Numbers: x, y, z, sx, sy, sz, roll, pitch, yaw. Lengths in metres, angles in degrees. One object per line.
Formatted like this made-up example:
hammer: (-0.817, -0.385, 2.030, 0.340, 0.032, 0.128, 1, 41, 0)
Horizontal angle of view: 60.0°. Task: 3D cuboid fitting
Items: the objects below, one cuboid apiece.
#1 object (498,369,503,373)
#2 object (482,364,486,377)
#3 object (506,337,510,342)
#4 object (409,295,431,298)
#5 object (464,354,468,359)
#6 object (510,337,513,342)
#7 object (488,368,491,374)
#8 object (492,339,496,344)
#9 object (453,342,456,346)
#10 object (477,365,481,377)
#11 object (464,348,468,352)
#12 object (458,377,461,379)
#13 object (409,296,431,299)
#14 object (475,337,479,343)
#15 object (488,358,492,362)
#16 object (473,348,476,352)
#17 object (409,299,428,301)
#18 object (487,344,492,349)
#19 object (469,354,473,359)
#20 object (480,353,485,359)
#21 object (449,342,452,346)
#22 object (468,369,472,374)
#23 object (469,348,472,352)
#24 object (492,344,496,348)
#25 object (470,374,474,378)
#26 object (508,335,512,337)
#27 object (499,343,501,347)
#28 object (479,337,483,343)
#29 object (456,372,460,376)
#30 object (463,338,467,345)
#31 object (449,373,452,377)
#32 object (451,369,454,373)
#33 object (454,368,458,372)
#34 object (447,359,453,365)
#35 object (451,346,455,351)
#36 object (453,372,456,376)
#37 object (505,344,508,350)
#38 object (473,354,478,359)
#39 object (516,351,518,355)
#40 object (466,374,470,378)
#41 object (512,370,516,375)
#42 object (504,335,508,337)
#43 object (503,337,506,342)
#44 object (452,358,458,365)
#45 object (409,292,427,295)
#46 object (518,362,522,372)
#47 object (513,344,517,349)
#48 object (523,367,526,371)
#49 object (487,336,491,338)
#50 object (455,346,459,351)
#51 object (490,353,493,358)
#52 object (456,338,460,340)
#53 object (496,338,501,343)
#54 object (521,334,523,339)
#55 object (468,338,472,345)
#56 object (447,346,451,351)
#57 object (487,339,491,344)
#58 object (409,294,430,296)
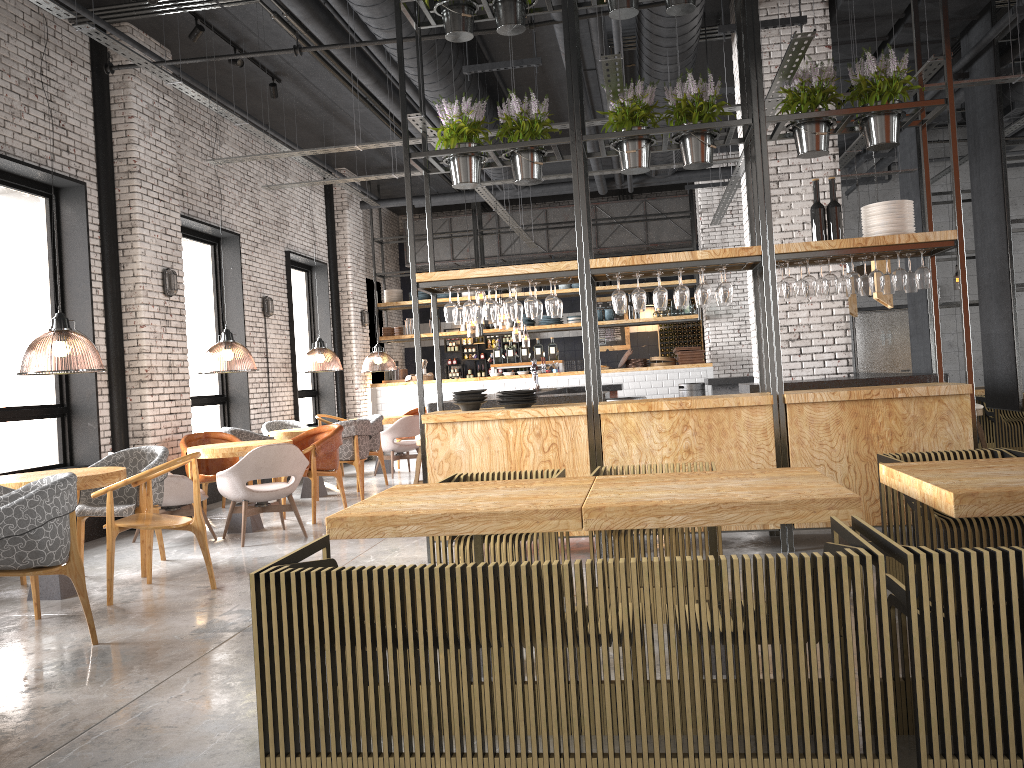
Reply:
object: (-0.244, -0.294, 18.836, 0.100, 0.139, 0.088, -4, 0, 9)
object: (-0.607, -0.278, 18.886, 0.079, 0.281, 0.079, -3, -1, -23)
object: (-0.079, -0.945, 18.791, 0.076, 0.111, 0.076, -4, -1, 29)
object: (-1.636, -1.575, 16.031, 0.454, 0.038, 0.454, -4, 0, -14)
object: (-0.978, -0.587, 18.939, 0.092, 0.112, 0.100, -3, 0, -5)
object: (0.003, -0.950, 18.780, 0.076, 0.111, 0.076, -4, 0, 4)
object: (-0.452, -0.282, 18.867, 0.100, 0.139, 0.088, -4, 0, 9)
object: (-0.378, -0.913, 18.851, 0.089, 0.108, 0.106, -3, 0, -31)
object: (-1.234, -0.858, 18.965, 0.070, 0.083, 0.071, -4, 0, 34)
object: (-0.701, -0.272, 18.900, 0.079, 0.281, 0.079, -4, -1, 17)
object: (-0.983, -0.718, 18.927, 0.070, 0.083, 0.071, -4, 0, 34)
object: (-1.110, -0.089, 18.972, 0.090, 0.101, 0.111, -3, 0, -25)
object: (-1.635, -1.552, 16.030, 0.454, 0.044, 0.454, -4, 0, 4)
object: (-0.750, -1.012, 18.912, 0.079, 0.281, 0.079, -4, -1, 12)
object: (-0.477, -0.513, 18.867, 0.119, 0.111, 0.085, -3, 0, -23)
object: (-0.805, -0.729, 18.900, 0.071, 0.083, 0.071, -4, 0, -1)
object: (-1.632, -1.504, 16.029, 0.454, 0.033, 0.454, -3, 0, 17)
object: (-0.472, -0.806, 18.865, 0.089, 0.108, 0.106, -3, 0, -31)
object: (-0.874, -0.591, 18.924, 0.089, 0.108, 0.106, -3, 0, -31)
object: (-0.626, -0.599, 18.895, 0.100, 0.139, 0.088, -4, 0, 9)
object: (-1.315, -0.853, 18.978, 0.071, 0.083, 0.071, -4, 0, -1)
object: (-0.899, -0.264, 18.916, 0.076, 0.111, 0.076, -4, 0, 4)
object: (-0.890, -0.724, 18.913, 0.071, 0.083, 0.071, -4, 0, -1)
object: (-0.376, -0.814, 18.850, 0.092, 0.112, 0.100, -3, 0, -5)
object: (-0.851, -0.155, 18.907, 0.076, 0.111, 0.076, -4, 0, 14)
object: (-0.045, -1.058, 18.789, 0.076, 0.111, 0.076, -4, 0, 14)
object: (-0.281, -0.818, 18.837, 0.092, 0.108, 0.105, -4, 0, 20)
object: (-0.657, -1.017, 18.898, 0.079, 0.281, 0.079, -3, -1, -13)
object: (-1.152, -0.211, 18.949, 0.070, 0.083, 0.071, -4, 0, 34)
object: (-1.004, -0.911, 18.931, 0.079, 0.156, 0.079, -4, -1, 39)
object: (-1.311, -0.201, 18.974, 0.070, 0.083, 0.071, -4, 0, 19)
object: (-1.271, -0.287, 18.973, 0.070, 0.083, 0.071, -4, 0, 34)
object: (-1.196, -0.291, 18.955, 0.071, 0.083, 0.071, -3, 0, -41)
object: (-1.329, -0.475, 19.001, 0.100, 0.139, 0.088, -4, 0, 9)
object: (-1.264, -0.759, 18.970, 0.076, 0.111, 0.076, -4, -1, 29)
object: (-1.233, -0.206, 18.962, 0.071, 0.083, 0.071, -4, 0, -1)
object: (-0.117, -0.785, 18.796, 0.076, 0.111, 0.076, -4, -1, 34)
object: (-0.783, -0.596, 18.911, 0.092, 0.108, 0.105, -4, 0, 20)
object: (0.074, -0.651, 18.787, 0.081, 0.113, 0.071, -4, 0, 8)
object: (-0.932, -0.150, 18.917, 0.076, 0.111, 0.076, -3, 0, -16)
object: (0.029, -0.223, 18.794, 0.100, 0.139, 0.088, -4, 0, 9)
object: (-0.126, -1.053, 18.800, 0.076, 0.111, 0.076, -3, 0, -16)
object: (-0.160, -0.940, 18.804, 0.076, 0.111, 0.076, -4, 0, 19)
object: (-1.222, -0.482, 18.985, 0.100, 0.139, 0.088, -4, 0, 9)
object: (-1.640, -1.622, 16.031, 0.454, 0.047, 0.454, -3, 0, 6)
object: (0.174, -0.325, 18.766, 0.079, 0.281, 0.079, -4, -1, 27)
object: (0.060, -0.796, 18.770, 0.076, 0.111, 0.076, -3, 0, -26)
object: (0.263, -0.331, 18.756, 0.079, 0.281, 0.079, -4, -1, 12)
object: (-0.499, -1.063, 18.856, 0.079, 0.156, 0.079, -4, -1, 19)
object: (-1.182, -0.764, 18.959, 0.076, 0.111, 0.076, -4, 0, 4)
object: (-0.426, -0.613, 18.870, 0.090, 0.101, 0.111, -3, 0, -25)
object: (-1.167, -1.000, 18.977, 0.081, 0.113, 0.071, -4, 0, 9)
object: (-0.288, -0.919, 18.838, 0.092, 0.108, 0.105, -4, 0, 20)
object: (0.216, -1.070, 18.766, 0.079, 0.281, 0.079, -4, -1, 2)
object: (-0.898, -0.918, 18.915, 0.079, 0.156, 0.079, -3, -1, -6)
object: (-1.346, -0.754, 18.983, 0.076, 0.111, 0.076, -4, 0, 19)
object: (-0.483, -0.909, 18.866, 0.092, 0.112, 0.100, -3, 0, -5)
object: (-1.638, -1.599, 16.030, 0.454, 0.043, 0.454, -3, 0, 14)
